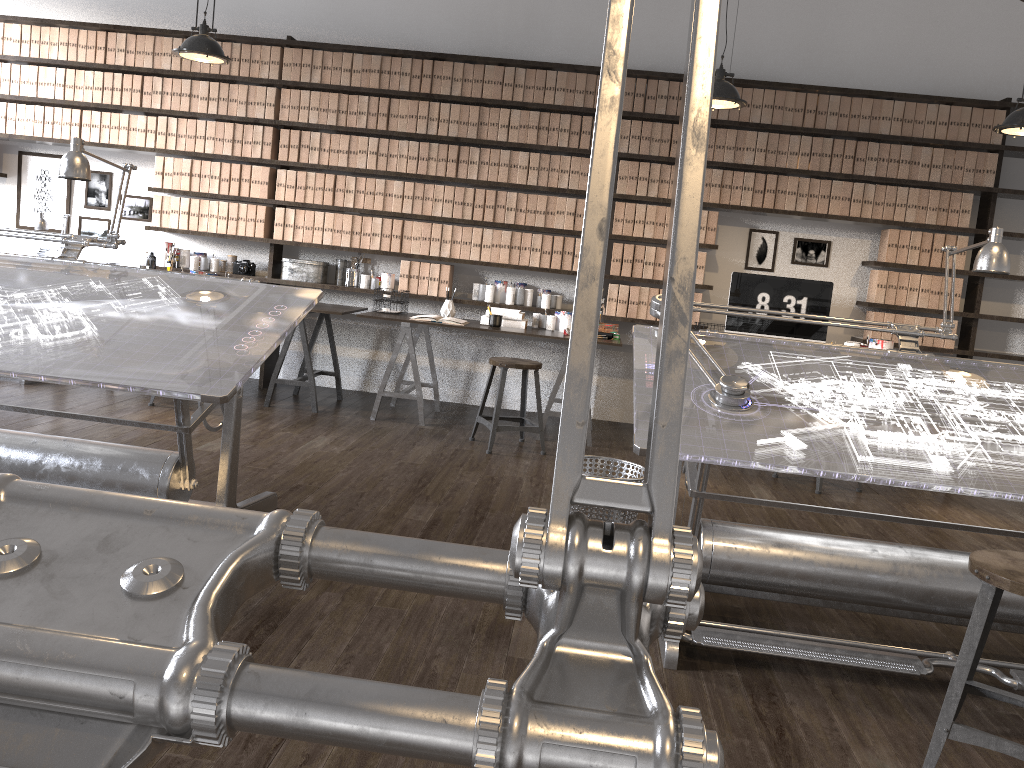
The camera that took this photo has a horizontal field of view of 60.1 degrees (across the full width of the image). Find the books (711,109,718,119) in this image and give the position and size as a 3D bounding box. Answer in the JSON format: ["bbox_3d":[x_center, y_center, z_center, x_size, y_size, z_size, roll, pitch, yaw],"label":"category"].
[{"bbox_3d":[1.342,-1.876,5.944,0.067,0.224,0.175,6,6,4],"label":"books"}]

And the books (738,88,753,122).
[{"bbox_3d":[1.553,-1.852,5.930,0.067,0.224,0.175,6,6,4],"label":"books"}]

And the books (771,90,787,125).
[{"bbox_3d":[1.765,-1.826,5.905,0.067,0.225,0.175,6,6,4],"label":"books"}]

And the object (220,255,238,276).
[{"bbox_3d":[-2.020,-0.842,6.353,0.107,0.161,0.237,3,8,-30],"label":"object"}]

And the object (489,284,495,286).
[{"bbox_3d":[-0.148,-0.630,6.180,0.045,0.127,0.044,7,5,5],"label":"object"}]

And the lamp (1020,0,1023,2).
[{"bbox_3d":[1.718,-2.214,2.405,0.312,2.242,0.313,9,6,29],"label":"lamp"}]

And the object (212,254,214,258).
[{"bbox_3d":[-2.173,-0.883,6.396,0.036,0.117,0.005,9,6,26],"label":"object"}]

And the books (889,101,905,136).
[{"bbox_3d":[2.518,-1.738,5.843,0.067,0.225,0.175,6,6,4],"label":"books"}]

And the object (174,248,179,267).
[{"bbox_3d":[-2.434,-0.914,6.401,0.050,0.139,0.051,6,5,2],"label":"object"}]

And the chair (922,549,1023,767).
[{"bbox_3d":[1.208,0.695,2.074,0.373,0.525,0.359,10,7,33],"label":"chair"}]

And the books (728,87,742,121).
[{"bbox_3d":[1.484,-1.859,5.934,0.067,0.224,0.175,6,6,4],"label":"books"}]

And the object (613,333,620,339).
[{"bbox_3d":[0.679,-0.312,5.763,0.049,0.037,0.049,7,7,8],"label":"object"}]

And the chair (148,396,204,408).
[{"bbox_3d":[-1.954,-0.114,5.455,0.372,0.525,0.360,7,6,13],"label":"chair"}]

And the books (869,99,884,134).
[{"bbox_3d":[2.384,-1.754,5.858,0.067,0.224,0.175,6,6,5],"label":"books"}]

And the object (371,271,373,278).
[{"bbox_3d":[-0.981,-0.729,6.223,0.028,0.126,0.004,6,5,3],"label":"object"}]

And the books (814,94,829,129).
[{"bbox_3d":[2.040,-1.794,5.889,0.067,0.224,0.175,6,6,4],"label":"books"}]

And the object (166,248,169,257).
[{"bbox_3d":[-2.361,-0.844,6.111,0.071,0.185,0.008,7,5,6],"label":"object"}]

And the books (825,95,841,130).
[{"bbox_3d":[2.110,-1.785,5.878,0.067,0.224,0.175,6,6,4],"label":"books"}]

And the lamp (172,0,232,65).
[{"bbox_3d":[-1.576,-2.889,4.739,0.310,2.242,0.314,5,5,-16],"label":"lamp"}]

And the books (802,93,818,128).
[{"bbox_3d":[1.966,-1.802,5.889,0.067,0.225,0.175,6,6,5],"label":"books"}]

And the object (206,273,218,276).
[{"bbox_3d":[-2.112,-0.711,6.204,0.095,0.127,0.094,7,6,8],"label":"object"}]

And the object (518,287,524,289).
[{"bbox_3d":[0.057,-0.610,6.191,0.044,0.127,0.045,8,6,22],"label":"object"}]

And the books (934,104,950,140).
[{"bbox_3d":[2.797,-1.705,5.819,0.067,0.224,0.175,6,6,4],"label":"books"}]

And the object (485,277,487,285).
[{"bbox_3d":[-0.177,-0.666,6.235,0.041,0.168,0.009,7,5,8],"label":"object"}]

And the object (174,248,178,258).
[{"bbox_3d":[-2.341,-0.848,6.113,0.055,0.192,0.006,6,5,4],"label":"object"}]

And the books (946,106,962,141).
[{"bbox_3d":[2.869,-1.696,5.813,0.067,0.225,0.175,6,6,5],"label":"books"}]

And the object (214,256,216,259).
[{"bbox_3d":[-2.164,-0.876,6.414,0.035,0.102,0.004,8,6,24],"label":"object"}]

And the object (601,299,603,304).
[{"bbox_3d":[0.590,-0.484,5.876,0.005,0.156,0.006,3,6,-32],"label":"object"}]

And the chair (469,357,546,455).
[{"bbox_3d":[-0.006,0.124,5.223,0.371,0.525,0.360,4,6,-22],"label":"chair"}]

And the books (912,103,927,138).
[{"bbox_3d":[2.657,-1.722,5.838,0.067,0.224,0.175,6,6,5],"label":"books"}]

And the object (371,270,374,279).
[{"bbox_3d":[-0.976,-0.737,6.227,0.041,0.124,0.008,5,5,-7],"label":"object"}]

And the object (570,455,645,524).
[{"bbox_3d":[0.322,0.493,3.324,0.354,0.376,0.354,9,7,26],"label":"object"}]

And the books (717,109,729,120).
[{"bbox_3d":[1.414,-1.867,5.936,0.067,0.225,0.175,6,6,5],"label":"books"}]

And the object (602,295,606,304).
[{"bbox_3d":[0.583,-0.498,5.860,0.008,0.185,0.072,1,7,-43],"label":"object"}]

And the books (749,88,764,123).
[{"bbox_3d":[1.622,-1.843,5.920,0.067,0.224,0.175,6,6,5],"label":"books"}]

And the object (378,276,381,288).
[{"bbox_3d":[-0.934,-0.715,6.275,0.045,0.100,0.044,7,6,7],"label":"object"}]

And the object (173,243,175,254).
[{"bbox_3d":[-2.347,-0.864,6.122,0.007,0.227,0.021,8,5,16],"label":"object"}]

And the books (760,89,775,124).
[{"bbox_3d":[1.693,-1.834,5.911,0.067,0.224,0.175,6,6,5],"label":"books"}]

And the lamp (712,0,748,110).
[{"bbox_3d":[1.182,-2.566,4.508,0.312,2.242,0.313,9,6,29],"label":"lamp"}]

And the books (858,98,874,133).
[{"bbox_3d":[2.317,-1.761,5.859,0.067,0.225,0.175,6,6,4],"label":"books"}]

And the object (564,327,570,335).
[{"bbox_3d":[0.431,-0.332,5.699,0.197,0.050,0.133,2,8,-24],"label":"object"}]

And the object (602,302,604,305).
[{"bbox_3d":[0.589,-0.479,5.864,0.005,0.147,0.033,2,7,-42],"label":"object"}]

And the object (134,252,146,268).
[{"bbox_3d":[-2.545,-0.790,6.052,0.069,0.228,0.068,6,5,2],"label":"object"}]

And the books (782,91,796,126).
[{"bbox_3d":[1.828,-1.819,5.904,0.067,0.224,0.175,6,6,5],"label":"books"}]

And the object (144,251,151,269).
[{"bbox_3d":[-2.538,-0.803,6.122,0.069,0.236,0.068,6,5,2],"label":"object"}]

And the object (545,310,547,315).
[{"bbox_3d":[0.238,-0.446,6.028,0.036,0.117,0.005,7,5,10],"label":"object"}]

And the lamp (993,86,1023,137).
[{"bbox_3d":[2.722,-2.386,4.379,0.312,2.242,0.313,9,6,29],"label":"lamp"}]

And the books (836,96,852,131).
[{"bbox_3d":[2.181,-1.778,5.876,0.067,0.224,0.175,6,6,5],"label":"books"}]

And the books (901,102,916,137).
[{"bbox_3d":[2.588,-1.730,5.842,0.067,0.224,0.175,6,6,5],"label":"books"}]

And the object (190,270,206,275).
[{"bbox_3d":[-2.168,-0.708,6.102,0.105,0.141,0.104,6,6,-3],"label":"object"}]

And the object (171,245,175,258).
[{"bbox_3d":[-2.346,-0.853,6.099,0.055,0.213,0.007,10,7,40],"label":"object"}]

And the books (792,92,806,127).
[{"bbox_3d":[1.893,-1.812,5.901,0.067,0.224,0.175,6,6,4],"label":"books"}]

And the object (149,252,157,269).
[{"bbox_3d":[-2.531,-0.810,6.207,0.069,0.228,0.068,6,5,2],"label":"object"}]

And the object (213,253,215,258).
[{"bbox_3d":[-2.164,-0.882,6.397,0.030,0.133,0.004,9,6,27],"label":"object"}]

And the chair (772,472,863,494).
[{"bbox_3d":[1.791,0.331,5.099,0.358,0.525,0.374,3,7,-27],"label":"chair"}]

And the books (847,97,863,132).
[{"bbox_3d":[2.251,-1.770,5.870,0.067,0.224,0.175,6,6,5],"label":"books"}]

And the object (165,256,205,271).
[{"bbox_3d":[-2.293,-0.830,6.235,0.077,0.145,0.345,9,8,27],"label":"object"}]
